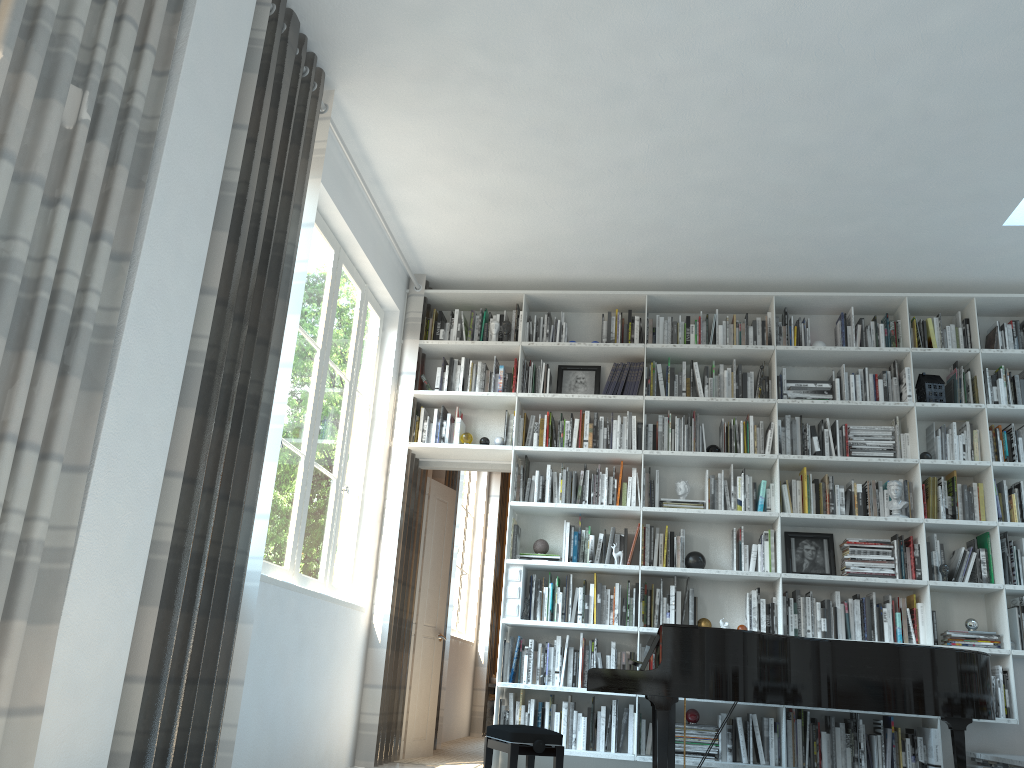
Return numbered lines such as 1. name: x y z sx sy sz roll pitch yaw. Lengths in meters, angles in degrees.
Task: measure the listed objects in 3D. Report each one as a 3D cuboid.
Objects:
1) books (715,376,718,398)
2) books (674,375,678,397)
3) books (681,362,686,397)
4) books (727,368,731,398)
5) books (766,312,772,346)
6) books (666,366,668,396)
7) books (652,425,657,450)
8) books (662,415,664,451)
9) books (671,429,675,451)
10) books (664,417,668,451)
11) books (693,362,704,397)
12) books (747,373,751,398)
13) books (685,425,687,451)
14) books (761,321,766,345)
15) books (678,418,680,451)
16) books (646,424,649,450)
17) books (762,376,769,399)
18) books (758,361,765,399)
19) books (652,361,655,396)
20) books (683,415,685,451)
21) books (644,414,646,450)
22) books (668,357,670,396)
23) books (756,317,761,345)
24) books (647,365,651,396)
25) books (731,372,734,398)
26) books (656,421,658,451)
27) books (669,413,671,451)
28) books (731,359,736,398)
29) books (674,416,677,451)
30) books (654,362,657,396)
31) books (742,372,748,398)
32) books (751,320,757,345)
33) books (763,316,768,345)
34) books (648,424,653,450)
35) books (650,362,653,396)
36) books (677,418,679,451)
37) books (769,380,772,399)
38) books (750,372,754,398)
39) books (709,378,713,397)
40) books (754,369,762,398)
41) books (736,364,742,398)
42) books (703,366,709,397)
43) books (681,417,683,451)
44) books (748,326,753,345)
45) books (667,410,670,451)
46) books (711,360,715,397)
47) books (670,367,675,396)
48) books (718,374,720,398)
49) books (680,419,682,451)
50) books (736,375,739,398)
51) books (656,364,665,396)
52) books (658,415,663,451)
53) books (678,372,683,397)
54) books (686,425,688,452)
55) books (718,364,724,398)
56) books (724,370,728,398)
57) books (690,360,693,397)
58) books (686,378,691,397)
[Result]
1. books: 1.372 0.064 5.983 0.024 0.211 0.128 1 -19 8
2. books: 1.107 0.057 6.001 0.024 0.200 0.154 1 -19 8
3. books: 1.161 0.013 6.001 0.023 0.292 0.156 1 -18 8
4. books: 1.453 0.037 5.961 0.028 0.260 0.136 1 -18 8
5. books: 1.740 -0.321 6.028 0.026 0.287 0.176 1 -19 8
6. books: 1.050 0.026 6.013 0.011 0.259 0.158 1 -19 8
7. books: 0.950 0.396 5.922 0.024 0.218 0.140 1 -19 8
8. books: 1.003 0.363 5.900 0.012 0.275 0.157 1 -18 8
9. books: 1.065 0.410 5.886 0.029 0.186 0.149 1 -19 8
10. books: 1.020 0.370 5.897 0.024 0.261 0.178 1 -19 8
11. books: 1.255 0.016 5.979 0.075 0.284 0.179 1 -19 8
12. books: 1.574 0.056 5.930 0.022 0.222 0.161 1 -19 8
13. books: 1.143 0.396 5.863 0.011 0.208 0.181 1 -19 8
14. books: 1.698 -0.293 6.021 0.026 0.224 0.173 1 -19 8
15. books: 1.107 0.376 5.893 0.010 0.260 0.170 1 -19 8
16. books: 0.898 0.393 5.905 0.015 0.207 0.187 1 -19 8
17. books: 1.696 0.070 5.930 0.028 0.211 0.135 1 -19 8
18. books: 1.654 0.018 5.927 0.058 0.301 0.175 1 -19 8
19. books: 0.966 0.009 6.055 0.014 0.308 0.130 1 -18 8
20. books: 1.136 0.365 5.882 0.011 0.278 0.170 1 -19 8
21. books: 0.890 0.362 5.935 0.012 0.284 0.160 1 -18 8
22. books: 1.061 -0.002 6.011 0.012 0.314 0.172 1 -18 8
23. books: 1.675 -0.304 6.050 0.029 0.260 0.152 1 -19 8
24. books: 0.929 0.021 6.019 0.023 0.255 0.175 1 -19 8
25. books: 1.472 0.051 5.950 0.013 0.230 0.142 1 -19 8
26. books: 0.967 0.383 5.910 0.012 0.239 0.134 1 -18 8
27. books: 1.047 0.358 5.888 0.010 0.282 0.184 1 -19 8
28. books: 1.486 0.008 5.951 0.011 0.312 0.184 1 -19 8
29. books: 1.082 0.366 5.873 0.009 0.262 0.190 1 -19 8
30. books: 0.974 0.012 6.029 0.010 0.286 0.149 1 -18 8
31. books: 1.548 0.056 5.929 0.030 0.217 0.183 1 -19 8
32. books: 1.646 -0.296 6.043 0.026 0.236 0.149 1 -19 8
33. books: 1.721 -0.310 6.032 0.014 0.266 0.172 1 -19 8
34. books: 0.924 0.394 5.928 0.029 0.224 0.137 1 -19 8
35. books: 0.949 0.014 6.034 0.013 0.282 0.159 1 -18 8
36. books: 1.092 0.372 5.871 0.012 0.250 0.184 1 -19 8
37. books: 1.720 0.081 5.930 0.019 0.193 0.098 1 -18 8
38. books: 1.600 0.054 5.943 0.024 0.236 0.153 1 -19 8
39. books: 1.330 0.071 5.959 0.028 0.179 0.168 1 -19 8
40. books: 1.637 0.036 5.924 0.055 0.263 0.167 1 -19 8
41. books: 1.528 0.028 5.963 0.022 0.289 0.147 1 -18 8
42. books: 1.307 0.032 5.983 0.027 0.264 0.169 1 -19 8
43. books: 1.125 0.371 5.875 0.009 0.260 0.181 1 -19 8
44. books: 1.614 -0.275 6.030 0.031 0.184 0.177 1 -19 8
45. books: 1.041 0.349 5.915 0.011 0.316 0.155 1 -18 8
46. books: 1.354 0.011 5.976 0.012 0.306 0.145 1 -18 8
47. books: 1.080 0.033 5.998 0.031 0.241 0.182 1 -19 8
48. books: 1.385 0.058 5.955 0.010 0.207 0.174 1 -19 8
49. books: 1.117 0.378 5.891 0.011 0.255 0.152 1 -19 8
50. books: 1.502 0.063 5.953 0.024 0.212 0.150 1 -19 8
51. books: 1.013 0.021 6.028 0.067 0.273 0.168 1 -19 8
52. books: 0.985 0.362 5.907 0.026 0.278 0.151 1 -18 8
53. books: 1.133 0.047 5.993 0.029 0.218 0.158 1 -19 8
54. books: 1.158 0.396 5.887 0.011 0.225 0.130 1 -18 8
55. books: 1.407 0.026 5.977 0.026 0.285 0.138 1 -18 8
56. books: 1.425 0.047 5.941 0.021 0.225 0.192 1 -19 8
57. books: 1.216 0.009 6.014 0.013 0.314 0.135 1 -18 8
58. books: 1.187 0.070 5.989 0.034 0.180 0.160 1 -19 8
